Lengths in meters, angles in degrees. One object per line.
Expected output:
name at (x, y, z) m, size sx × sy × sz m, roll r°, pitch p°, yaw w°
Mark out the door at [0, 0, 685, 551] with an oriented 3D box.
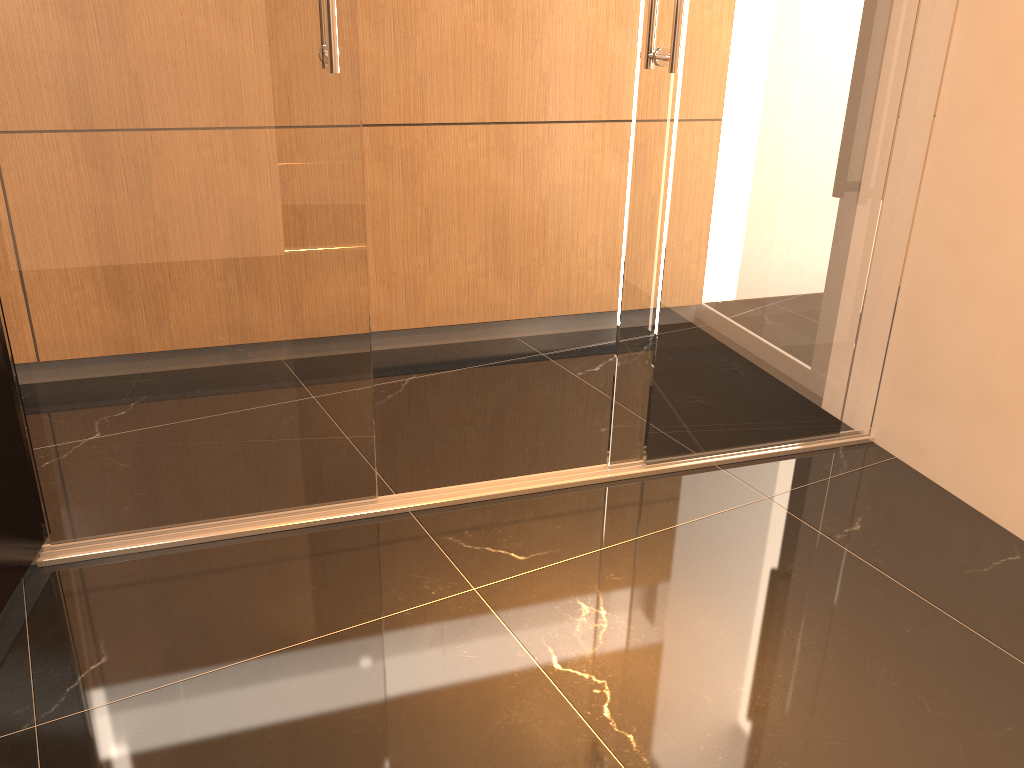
door at (-0.020, -1.199, 2.107) m, size 2.473 × 3.285 × 0.098 m, roll -6°, pitch 25°, yaw -17°
